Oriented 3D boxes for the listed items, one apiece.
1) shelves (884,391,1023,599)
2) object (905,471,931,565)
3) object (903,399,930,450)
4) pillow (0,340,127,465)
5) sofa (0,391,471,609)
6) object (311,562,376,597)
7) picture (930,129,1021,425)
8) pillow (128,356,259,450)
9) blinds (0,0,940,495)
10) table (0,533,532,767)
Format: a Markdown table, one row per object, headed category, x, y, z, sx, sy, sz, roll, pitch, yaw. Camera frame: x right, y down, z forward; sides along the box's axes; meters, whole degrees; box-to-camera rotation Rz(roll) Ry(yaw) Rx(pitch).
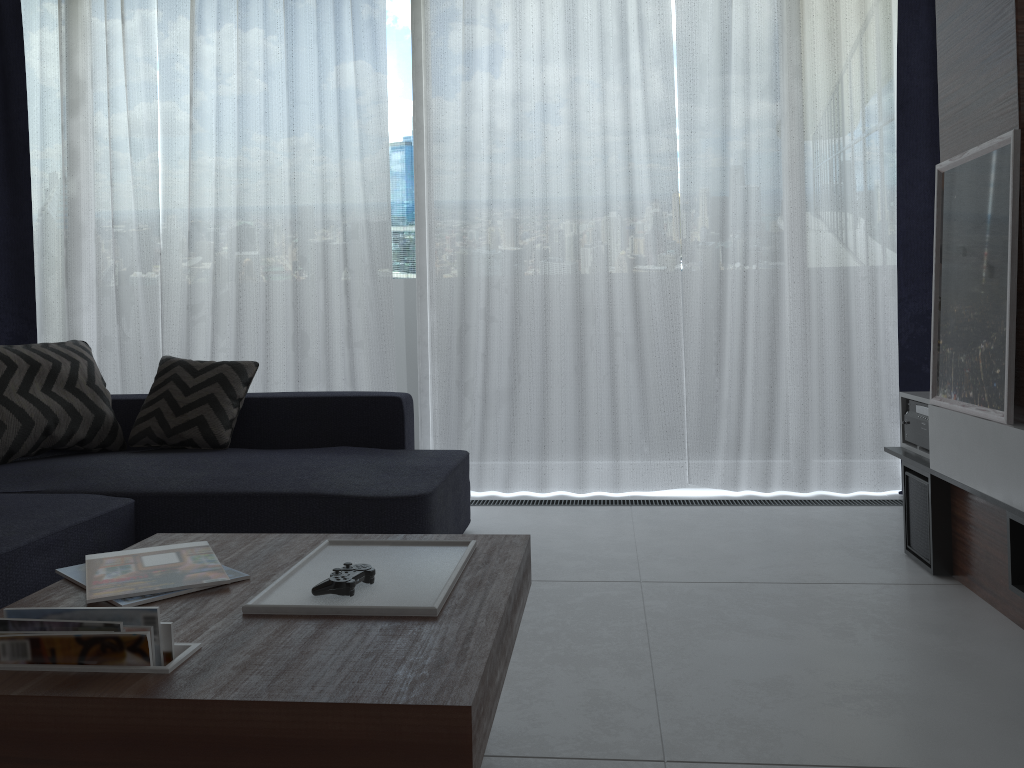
| category | x | y | z | sx | sy | sz | roll | pitch | yaw |
| --- | --- | --- | --- | --- | --- | --- | --- | --- | --- |
| shelves | 1.582 | 0.360 | 1.802 | 0.872 | 0.498 | 2.355 | -1 | 4 | 6 |
| object | 1.370 | 0.407 | 2.699 | 0.254 | 0.251 | 0.213 | -1 | 1 | 6 |
| object | 1.477 | 0.137 | 2.785 | 0.368 | 0.150 | 0.370 | -1 | 4 | 6 |
| pillow | -1.775 | 0.097 | 3.265 | 0.355 | 0.518 | 0.599 | -1 | 2 | 36 |
| sofa | -1.224 | 0.345 | 2.170 | 1.898 | 0.608 | 2.880 | -1 | 4 | 6 |
| object | -0.274 | 0.318 | 1.453 | 0.070 | 0.036 | 0.113 | 0 | 4 | 19 |
| picture | 1.215 | -0.273 | 2.342 | 0.053 | 0.700 | 0.501 | -1 | 1 | 6 |
| pillow | -1.213 | 0.067 | 3.364 | 0.415 | 0.345 | 0.286 | -1 | 1 | 11 |
| blinds | -0.771 | -0.686 | 1.354 | 7.132 | 2.772 | 5.813 | -1 | 3 | 10 |
| table | -0.401 | 0.507 | 1.446 | 0.805 | 0.352 | 0.802 | -1 | 3 | 6 |
